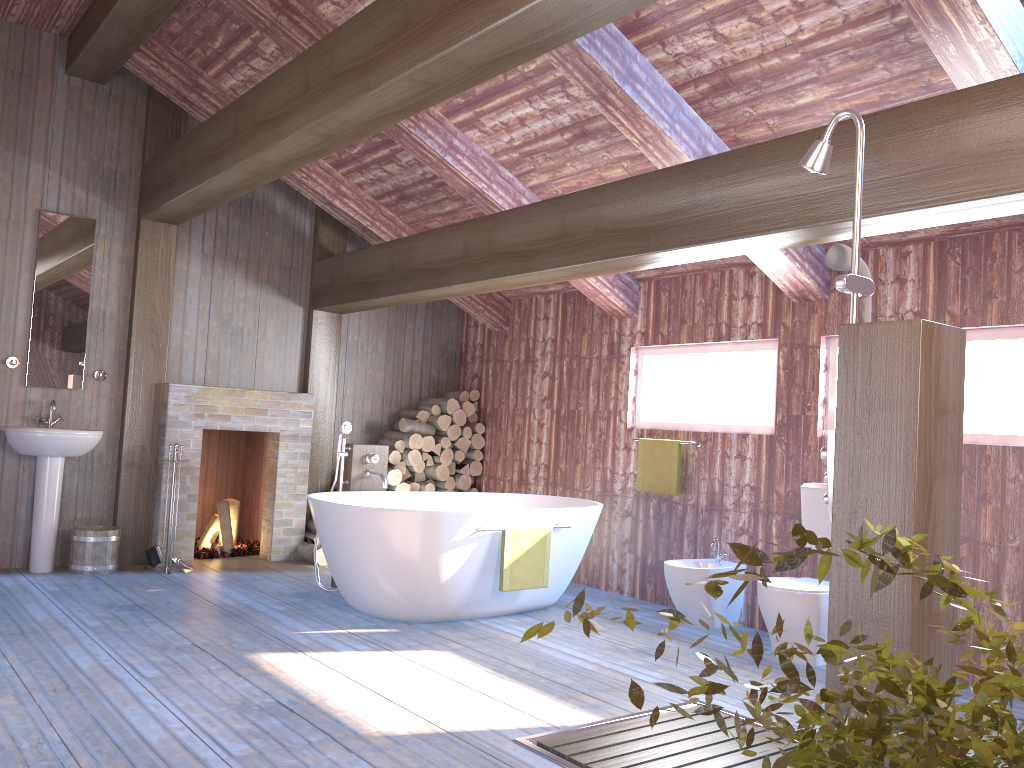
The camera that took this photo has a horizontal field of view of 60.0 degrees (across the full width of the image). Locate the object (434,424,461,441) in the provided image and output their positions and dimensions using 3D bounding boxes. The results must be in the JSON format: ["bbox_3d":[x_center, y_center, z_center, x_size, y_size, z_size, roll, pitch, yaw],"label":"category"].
[{"bbox_3d":[-0.621,0.418,7.658,0.143,0.151,0.440,6,-4,-37],"label":"object"}]

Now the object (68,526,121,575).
[{"bbox_3d":[-2.809,1.117,5.973,0.309,0.290,0.308,5,-3,-27],"label":"object"}]

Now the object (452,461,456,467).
[{"bbox_3d":[-0.561,0.692,7.685,0.065,0.069,0.177,6,-4,-38],"label":"object"}]

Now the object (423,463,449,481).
[{"bbox_3d":[-0.718,0.741,7.579,0.141,0.143,0.437,6,-4,-39],"label":"object"}]

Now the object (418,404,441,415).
[{"bbox_3d":[-0.707,0.221,7.580,0.094,0.097,0.227,6,-4,-37],"label":"object"}]

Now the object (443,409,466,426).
[{"bbox_3d":[-0.582,0.285,7.690,0.141,0.143,0.437,6,-4,-39],"label":"object"}]

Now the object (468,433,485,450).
[{"bbox_3d":[-0.422,0.495,7.816,0.147,0.152,0.439,6,-4,-37],"label":"object"}]

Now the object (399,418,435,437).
[{"bbox_3d":[-0.790,0.367,7.398,0.302,0.157,0.121,6,-4,-37],"label":"object"}]

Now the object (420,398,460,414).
[{"bbox_3d":[-0.629,0.190,7.677,0.135,0.139,0.456,5,-4,-36],"label":"object"}]

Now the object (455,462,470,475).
[{"bbox_3d":[-0.525,0.724,7.729,0.115,0.112,0.423,6,-4,-37],"label":"object"}]

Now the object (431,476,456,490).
[{"bbox_3d":[-0.617,0.840,7.626,0.114,0.113,0.301,6,-4,-40],"label":"object"}]

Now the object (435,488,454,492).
[{"bbox_3d":[-0.619,0.948,7.618,0.116,0.117,0.289,6,-4,-40],"label":"object"}]

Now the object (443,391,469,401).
[{"bbox_3d":[-0.493,0.122,7.804,0.104,0.121,0.270,5,-4,-36],"label":"object"}]

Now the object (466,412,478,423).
[{"bbox_3d":[-0.422,0.288,7.859,0.107,0.115,0.269,5,-4,-36],"label":"object"}]

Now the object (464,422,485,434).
[{"bbox_3d":[-0.403,0.383,7.826,0.102,0.109,0.438,6,-4,-37],"label":"object"}]

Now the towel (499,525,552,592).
[{"bbox_3d":[0.083,0.995,5.081,0.370,0.361,0.032,6,-4,-41],"label":"towel"}]

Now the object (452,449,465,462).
[{"bbox_3d":[-0.573,0.608,7.690,0.102,0.109,0.438,6,-4,-37],"label":"object"}]

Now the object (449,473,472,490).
[{"bbox_3d":[-0.537,0.840,7.729,0.137,0.133,0.437,6,-4,-39],"label":"object"}]

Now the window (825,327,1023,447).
[{"bbox_3d":[2.211,0.015,4.641,0.054,0.587,1.255,6,-4,-37],"label":"window"}]

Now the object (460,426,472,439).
[{"bbox_3d":[-0.509,0.416,7.743,0.089,0.106,0.437,5,-4,-36],"label":"object"}]

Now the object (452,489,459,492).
[{"bbox_3d":[-0.609,0.956,7.789,0.118,0.106,0.319,6,-4,-40],"label":"object"}]

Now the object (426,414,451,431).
[{"bbox_3d":[-0.704,0.322,7.617,0.139,0.148,0.458,6,-4,-37],"label":"object"}]

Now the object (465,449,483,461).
[{"bbox_3d":[-0.419,0.614,7.812,0.102,0.109,0.438,6,-4,-37],"label":"object"}]

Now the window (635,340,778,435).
[{"bbox_3d":[1.283,0.027,5.879,0.054,0.587,1.255,6,-4,-37],"label":"window"}]

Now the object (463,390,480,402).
[{"bbox_3d":[-0.408,0.107,7.871,0.112,0.113,0.271,6,-4,-37],"label":"object"}]

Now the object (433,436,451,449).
[{"bbox_3d":[-0.685,0.490,7.603,0.102,0.109,0.438,6,-4,-37],"label":"object"}]

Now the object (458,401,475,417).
[{"bbox_3d":[-0.505,0.218,7.775,0.133,0.142,0.456,5,-4,-36],"label":"object"}]

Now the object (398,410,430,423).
[{"bbox_3d":[-0.844,0.285,7.608,0.140,0.121,0.319,5,-4,-36],"label":"object"}]

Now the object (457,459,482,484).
[{"bbox_3d":[-0.443,0.779,7.804,0.137,0.256,0.439,6,-4,-37],"label":"object"}]

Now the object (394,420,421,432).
[{"bbox_3d":[-0.890,0.366,7.570,0.113,0.130,0.291,5,-4,-37],"label":"object"}]

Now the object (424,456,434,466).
[{"bbox_3d":[-0.765,0.644,7.548,0.085,0.096,0.280,6,-4,-37],"label":"object"}]

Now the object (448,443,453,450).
[{"bbox_3d":[-0.618,0.543,7.631,0.095,0.090,0.278,5,-4,-36],"label":"object"}]

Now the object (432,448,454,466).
[{"bbox_3d":[-0.677,0.620,7.613,0.136,0.157,0.439,6,-4,-37],"label":"object"}]

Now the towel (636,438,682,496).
[{"bbox_3d":[0.979,0.551,5.927,0.032,0.361,0.370,6,-4,-37],"label":"towel"}]

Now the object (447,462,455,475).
[{"bbox_3d":[-0.616,0.713,7.641,0.111,0.118,0.302,6,-4,-38],"label":"object"}]

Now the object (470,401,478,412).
[{"bbox_3d":[-0.419,0.192,7.881,0.081,0.100,0.281,6,-4,-38],"label":"object"}]

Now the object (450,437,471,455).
[{"bbox_3d":[-0.559,0.531,7.741,0.172,0.151,0.482,5,-4,-36],"label":"object"}]

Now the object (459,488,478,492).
[{"bbox_3d":[-0.470,0.964,7.797,0.139,0.137,0.455,6,-4,-39],"label":"object"}]

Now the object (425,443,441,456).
[{"bbox_3d":[-0.759,0.554,7.544,0.109,0.124,0.424,6,-4,-38],"label":"object"}]
